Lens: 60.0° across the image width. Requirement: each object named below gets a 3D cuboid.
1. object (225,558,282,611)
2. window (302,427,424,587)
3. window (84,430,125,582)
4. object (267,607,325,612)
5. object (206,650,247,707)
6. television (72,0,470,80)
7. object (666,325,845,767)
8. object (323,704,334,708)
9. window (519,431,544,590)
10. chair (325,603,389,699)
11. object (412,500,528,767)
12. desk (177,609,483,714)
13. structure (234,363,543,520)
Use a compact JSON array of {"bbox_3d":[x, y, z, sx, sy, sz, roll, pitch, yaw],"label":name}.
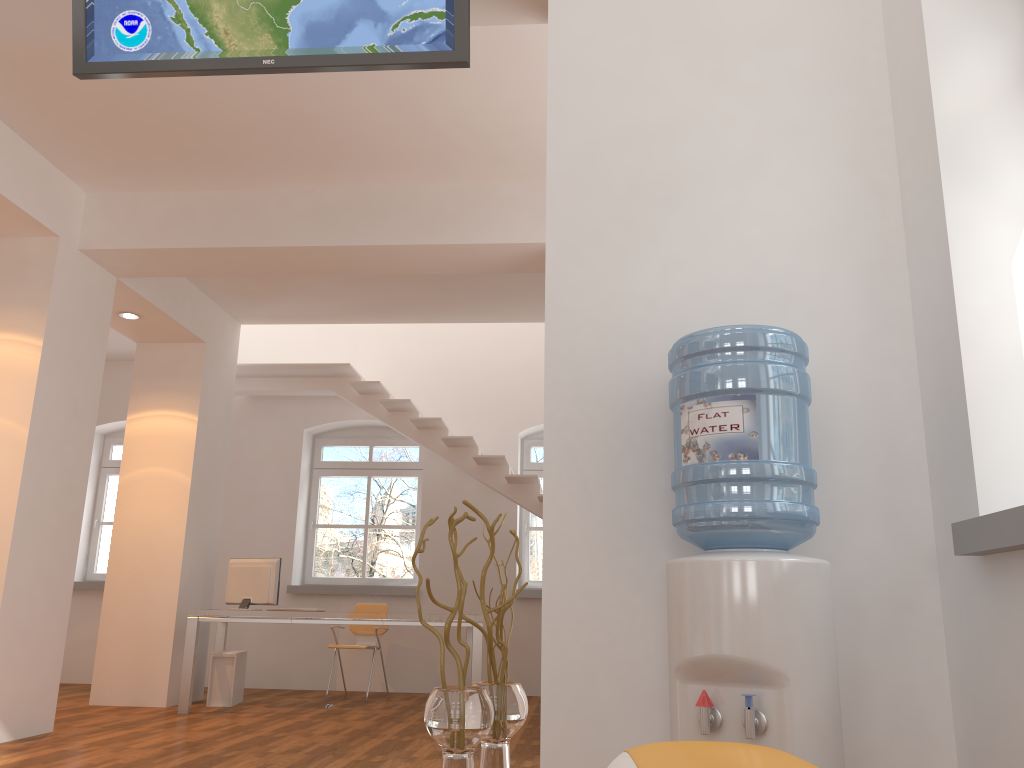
[{"bbox_3d":[-2.152,1.627,7.221,0.516,0.418,0.245,-9,-18,33],"label":"object"},{"bbox_3d":[-1.555,1.309,9.530,1.308,1.737,0.142,0,-15,5],"label":"window"},{"bbox_3d":[-3.955,1.312,9.727,1.308,1.737,0.142,0,-15,5],"label":"window"},{"bbox_3d":[-1.840,1.920,7.555,0.467,0.031,0.200,-3,-15,14],"label":"object"},{"bbox_3d":[-2.359,2.441,7.357,0.200,0.422,0.474,2,-15,-5],"label":"object"},{"bbox_3d":[-0.838,-1.486,3.055,1.388,0.803,0.266,0,-15,5],"label":"television"},{"bbox_3d":[0.608,0.608,2.271,0.436,1.490,0.436,4,-15,-10],"label":"object"},{"bbox_3d":[-1.492,2.623,7.223,0.054,0.035,0.115,-3,-15,14],"label":"object"},{"bbox_3d":[0.730,1.306,9.343,1.308,1.737,0.142,0,-15,5],"label":"window"},{"bbox_3d":[-1.414,2.448,8.185,0.495,0.829,0.464,-4,-16,19],"label":"chair"},{"bbox_3d":[-0.080,0.929,2.803,0.284,1.112,0.655,-6,-16,25],"label":"object"},{"bbox_3d":[-1.398,2.253,7.250,2.239,0.750,1.092,2,-15,-5],"label":"desk"},{"bbox_3d":[-0.719,1.120,7.360,4.630,3.042,3.450,0,-15,5],"label":"structure"}]
